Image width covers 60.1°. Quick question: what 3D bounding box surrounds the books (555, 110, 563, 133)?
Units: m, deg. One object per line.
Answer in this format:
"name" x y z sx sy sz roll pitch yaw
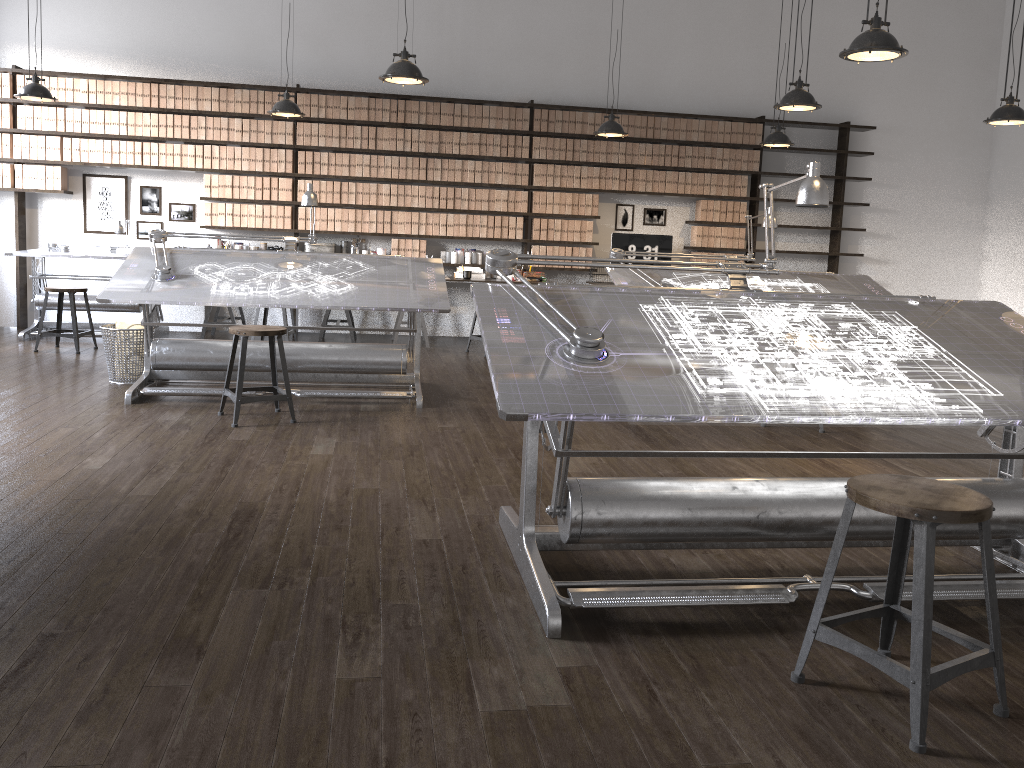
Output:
"books" 0.464 -2.685 9.099 0.066 0.224 0.175 1 8 -9

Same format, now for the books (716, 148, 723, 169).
"books" 2.170 -2.381 9.397 0.066 0.224 0.176 1 8 -9

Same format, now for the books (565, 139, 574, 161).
"books" 0.580 -2.409 9.148 0.067 0.224 0.176 1 8 -9

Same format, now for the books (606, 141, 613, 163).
"books" 0.996 -2.402 9.217 0.066 0.224 0.176 1 8 -9

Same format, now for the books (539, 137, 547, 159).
"books" 0.308 -2.413 9.105 0.066 0.224 0.176 1 8 -9

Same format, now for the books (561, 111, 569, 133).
"books" 0.534 -2.684 9.114 0.066 0.224 0.175 1 8 -9

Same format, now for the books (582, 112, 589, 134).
"books" 0.736 -2.681 9.144 0.066 0.224 0.176 1 8 -9

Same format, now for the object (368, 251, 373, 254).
"object" -1.446 -1.310 9.022 0.063 0.093 0.063 9 10 43

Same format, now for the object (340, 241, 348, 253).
"object" -1.712 -1.366 9.038 0.079 0.187 0.079 -1 8 -30

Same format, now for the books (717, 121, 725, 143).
"books" 2.179 -2.655 9.366 0.066 0.224 0.175 1 8 -9

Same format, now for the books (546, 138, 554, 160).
"books" 0.380 -2.412 9.116 0.067 0.224 0.176 1 8 -9

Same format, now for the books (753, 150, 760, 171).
"books" 2.577 -2.374 9.461 0.066 0.224 0.176 1 8 -9

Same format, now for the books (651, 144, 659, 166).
"books" 1.481 -2.393 9.287 0.067 0.224 0.176 1 8 -9

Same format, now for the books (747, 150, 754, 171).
"books" 2.515 -2.375 9.452 0.066 0.224 0.176 1 8 -9

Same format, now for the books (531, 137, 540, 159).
"books" 0.236 -2.415 9.097 0.066 0.224 0.175 1 8 -9

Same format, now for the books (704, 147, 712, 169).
"books" 2.042 -2.383 9.374 0.067 0.224 0.176 1 8 -9

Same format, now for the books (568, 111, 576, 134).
"books" 0.604 -2.683 9.124 0.066 0.224 0.176 1 8 -9

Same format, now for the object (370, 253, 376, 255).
"object" -1.402 -1.303 9.012 0.062 0.093 0.182 3 9 5

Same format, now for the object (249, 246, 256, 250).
"object" -2.576 -1.322 8.794 0.062 0.094 0.062 -1 8 -23

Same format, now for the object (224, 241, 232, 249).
"object" -2.820 -1.355 8.790 0.070 0.129 0.070 6 8 29

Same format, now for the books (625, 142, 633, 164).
"books" 1.199 -2.399 9.249 0.066 0.224 0.176 1 8 -9

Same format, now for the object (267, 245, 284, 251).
"object" -2.359 -1.324 8.815 0.171 0.108 0.091 1 8 -9

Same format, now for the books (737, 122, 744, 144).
"books" 2.384 -2.651 9.399 0.066 0.224 0.176 1 8 -9

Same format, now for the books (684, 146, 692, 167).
"books" 1.836 -2.387 9.344 0.066 0.224 0.175 1 8 -9

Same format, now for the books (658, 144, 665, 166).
"books" 1.543 -2.392 9.301 0.066 0.224 0.176 1 8 -9

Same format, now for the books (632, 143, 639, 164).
"books" 1.268 -2.398 9.261 0.066 0.224 0.175 1 8 -9

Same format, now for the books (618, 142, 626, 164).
"books" 1.130 -2.399 9.234 0.067 0.224 0.176 1 8 -9

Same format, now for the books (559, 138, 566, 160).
"books" 0.506 -2.411 9.143 0.066 0.224 0.176 1 8 -9

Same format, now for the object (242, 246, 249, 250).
"object" -2.636 -1.319 8.763 0.062 0.093 0.063 -1 8 -23

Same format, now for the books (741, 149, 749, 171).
"books" 2.449 -2.376 9.438 0.067 0.224 0.176 1 8 -9

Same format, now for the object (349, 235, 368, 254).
"object" -1.558 -1.398 8.978 0.181 0.270 0.157 -1 8 -25

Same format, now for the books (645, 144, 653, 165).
"books" 1.410 -2.394 9.276 0.066 0.224 0.176 1 8 -9

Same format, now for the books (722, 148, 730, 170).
"books" 2.242 -2.380 9.407 0.067 0.224 0.176 1 8 -9

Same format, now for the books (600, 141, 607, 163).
"books" 0.931 -2.402 9.202 0.067 0.224 0.176 1 8 -9

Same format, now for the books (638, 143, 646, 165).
"books" 1.337 -2.396 9.268 0.066 0.224 0.175 1 8 -9

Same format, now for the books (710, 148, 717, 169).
"books" 2.108 -2.382 9.389 0.066 0.224 0.176 1 8 -9

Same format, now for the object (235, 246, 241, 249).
"object" -2.701 -1.318 8.738 0.062 0.094 0.062 -1 8 -23

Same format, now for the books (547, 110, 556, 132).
"books" 0.393 -2.687 9.092 0.066 0.224 0.176 1 8 -9

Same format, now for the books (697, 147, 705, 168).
"books" 1.975 -2.385 9.370 0.066 0.224 0.176 1 8 -9

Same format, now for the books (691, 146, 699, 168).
"books" 1.905 -2.386 9.359 0.066 0.224 0.175 1 8 -9

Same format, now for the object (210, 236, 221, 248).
"object" -2.910 -1.362 8.699 0.106 0.176 0.108 2 7 -7

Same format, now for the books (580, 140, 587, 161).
"books" 0.724 -2.406 9.172 0.066 0.224 0.175 1 8 -9

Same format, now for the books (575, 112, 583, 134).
"books" 0.671 -2.681 9.129 0.067 0.224 0.176 1 8 -9

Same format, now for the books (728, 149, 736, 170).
"books" 2.311 -2.379 9.421 0.066 0.224 0.176 1 8 -9

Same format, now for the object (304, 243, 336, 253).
"object" -1.931 -1.344 8.917 0.317 0.151 0.194 1 8 -9

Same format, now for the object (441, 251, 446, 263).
"object" -0.705 -1.305 9.115 0.062 0.118 0.062 7 8 32

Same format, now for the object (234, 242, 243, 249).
"object" -2.731 -1.350 8.844 0.095 0.127 0.094 5 8 21

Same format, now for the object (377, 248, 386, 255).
"object" -1.325 -1.312 8.983 0.095 0.127 0.094 2 7 -2

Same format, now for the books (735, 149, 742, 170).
"books" 2.380 -2.378 9.434 0.066 0.224 0.175 1 8 -9

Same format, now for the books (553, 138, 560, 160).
"books" 0.441 -2.412 9.130 0.066 0.224 0.176 1 8 -9

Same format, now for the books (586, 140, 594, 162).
"books" 0.793 -2.406 9.187 0.066 0.224 0.175 1 8 -9

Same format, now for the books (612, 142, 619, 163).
"books" 1.059 -2.401 9.225 0.066 0.224 0.176 1 8 -9

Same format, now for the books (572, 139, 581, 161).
"books" 0.653 -2.408 9.165 0.066 0.224 0.176 1 8 -9

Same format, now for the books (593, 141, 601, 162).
"books" 0.863 -2.405 9.197 0.066 0.224 0.176 1 8 -9

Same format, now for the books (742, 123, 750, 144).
"books" 2.458 -2.650 9.411 0.066 0.224 0.176 1 8 -9
